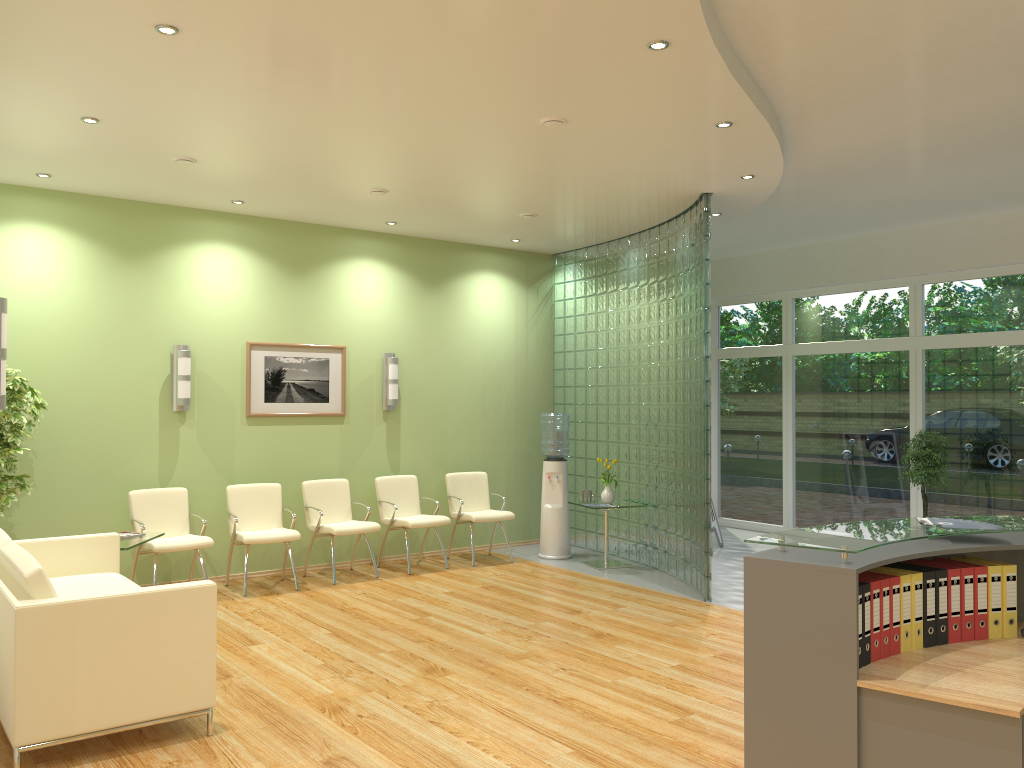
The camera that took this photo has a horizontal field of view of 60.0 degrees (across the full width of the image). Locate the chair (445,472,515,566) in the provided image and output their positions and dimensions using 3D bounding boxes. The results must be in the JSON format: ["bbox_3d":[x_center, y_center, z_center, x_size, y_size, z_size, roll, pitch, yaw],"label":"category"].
[{"bbox_3d":[-0.338,1.370,9.140,0.536,0.881,0.650,1,-1,-32],"label":"chair"}]

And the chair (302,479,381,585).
[{"bbox_3d":[13.326,1.271,5.092,31.281,0.986,0.752,0,-1,12],"label":"chair"}]

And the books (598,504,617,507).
[{"bbox_3d":[0.925,1.188,8.666,0.150,0.004,0.210,0,-1,-12],"label":"books"}]

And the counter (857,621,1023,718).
[{"bbox_3d":[2.806,0.990,2.712,3.444,0.018,1.723,-1,-1,38],"label":"counter"}]

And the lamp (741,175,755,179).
[{"bbox_3d":[1.795,-1.576,6.759,0.105,0.011,0.105,1,-1,-21],"label":"lamp"}]

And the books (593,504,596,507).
[{"bbox_3d":[0.871,1.188,8.669,0.150,0.004,0.210,0,-1,18],"label":"books"}]

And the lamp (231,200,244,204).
[{"bbox_3d":[-2.370,-1.569,7.661,0.105,0.011,0.105,-1,-1,34],"label":"lamp"}]

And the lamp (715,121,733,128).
[{"bbox_3d":[1.311,-1.603,5.488,0.105,0.011,0.105,0,-1,23],"label":"lamp"}]

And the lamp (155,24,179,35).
[{"bbox_3d":[-1.597,-1.637,4.105,0.105,0.011,0.105,0,-1,-3],"label":"lamp"}]

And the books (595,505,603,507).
[{"bbox_3d":[0.889,1.188,8.665,0.150,0.004,0.210,0,-1,8],"label":"books"}]

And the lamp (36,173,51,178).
[{"bbox_3d":[-3.574,-1.589,6.767,0.105,0.011,0.105,0,-1,-11],"label":"lamp"}]

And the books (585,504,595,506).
[{"bbox_3d":[0.839,1.188,8.687,0.150,0.004,0.210,-1,-1,38],"label":"books"}]

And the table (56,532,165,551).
[{"bbox_3d":[-3.033,1.444,6.464,0.736,0.614,0.736,0,-1,-2],"label":"table"}]

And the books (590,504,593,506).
[{"bbox_3d":[0.826,1.188,8.699,0.210,0.004,0.150,1,-2,-42],"label":"books"}]

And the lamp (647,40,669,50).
[{"bbox_3d":[0.704,-1.628,4.268,0.105,0.011,0.105,0,-1,11],"label":"lamp"}]

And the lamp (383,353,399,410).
[{"bbox_3d":[-1.224,-0.025,8.999,0.134,0.580,0.142,1,-1,-37],"label":"lamp"}]

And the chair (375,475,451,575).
[{"bbox_3d":[13.651,1.276,5.339,30.806,0.986,0.748,0,-1,13],"label":"chair"}]

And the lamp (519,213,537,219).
[{"bbox_3d":[0.151,-1.546,8.188,0.167,0.024,0.167,-1,-1,37],"label":"lamp"}]

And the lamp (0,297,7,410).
[{"bbox_3d":[-2.250,-0.130,3.805,0.142,0.580,0.134,1,-1,-37],"label":"lamp"}]

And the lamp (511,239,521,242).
[{"bbox_3d":[0.039,-1.528,9.449,0.105,0.011,0.105,-1,-1,34],"label":"lamp"}]

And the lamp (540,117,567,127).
[{"bbox_3d":[0.256,-1.600,5.445,0.167,0.024,0.167,0,-1,3],"label":"lamp"}]

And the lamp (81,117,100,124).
[{"bbox_3d":[-2.585,-1.613,5.436,0.105,0.011,0.105,0,-1,-3],"label":"lamp"}]

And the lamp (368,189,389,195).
[{"bbox_3d":[-1.095,-1.567,7.264,0.167,0.024,0.167,0,-1,14],"label":"lamp"}]

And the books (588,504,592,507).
[{"bbox_3d":[0.815,1.189,8.714,0.210,0.004,0.150,1,-1,-32],"label":"books"}]

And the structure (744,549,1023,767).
[{"bbox_3d":[2.841,1.158,2.754,3.673,1.049,1.837,-1,-1,38],"label":"structure"}]

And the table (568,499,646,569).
[{"bbox_3d":[0.941,1.501,8.877,0.581,0.614,0.581,1,-1,-23],"label":"table"}]

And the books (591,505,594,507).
[{"bbox_3d":[0.854,1.188,8.677,0.150,0.004,0.210,0,-1,28],"label":"books"}]

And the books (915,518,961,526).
[{"bbox_3d":[1.763,0.569,3.676,0.150,0.004,0.210,0,-1,18],"label":"books"}]

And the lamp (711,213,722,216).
[{"bbox_3d":[1.865,-1.550,8.112,0.105,0.011,0.105,1,-1,-19],"label":"lamp"}]

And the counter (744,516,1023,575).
[{"bbox_3d":[2.842,0.594,2.764,3.674,0.078,1.837,-1,-1,38],"label":"counter"}]

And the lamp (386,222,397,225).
[{"bbox_3d":[-1.165,-1.548,8.555,0.105,0.011,0.105,-1,-1,34],"label":"lamp"}]

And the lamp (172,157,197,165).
[{"bbox_3d":[-2.340,-1.588,6.339,0.167,0.024,0.167,0,-1,14],"label":"lamp"}]

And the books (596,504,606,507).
[{"bbox_3d":[0.907,1.188,8.664,0.150,0.004,0.210,0,-1,-2],"label":"books"}]

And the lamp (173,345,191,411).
[{"bbox_3d":[-2.884,-0.053,7.766,0.134,0.580,0.142,1,-1,-37],"label":"lamp"}]

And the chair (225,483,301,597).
[{"bbox_3d":[-2.187,1.338,7.772,0.536,0.881,0.650,1,-1,-32],"label":"chair"}]
